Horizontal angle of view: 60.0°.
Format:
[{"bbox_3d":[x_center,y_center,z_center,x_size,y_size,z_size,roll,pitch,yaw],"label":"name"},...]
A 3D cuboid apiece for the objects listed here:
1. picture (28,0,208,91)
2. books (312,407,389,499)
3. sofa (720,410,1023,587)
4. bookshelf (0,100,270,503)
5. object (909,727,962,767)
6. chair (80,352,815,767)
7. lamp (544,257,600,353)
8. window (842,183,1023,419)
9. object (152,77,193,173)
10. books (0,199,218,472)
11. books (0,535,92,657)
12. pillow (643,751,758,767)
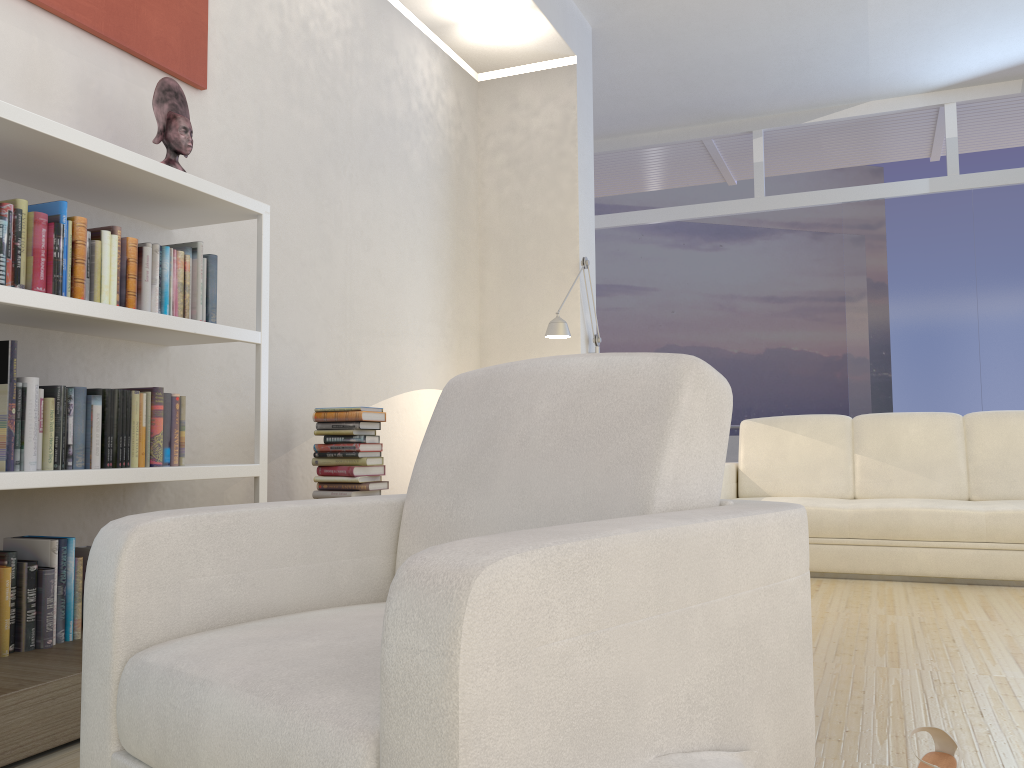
[{"bbox_3d":[-1.846,-1.666,2.071,0.030,0.794,3.227,-2,-4,22],"label":"picture"},{"bbox_3d":[-0.690,0.451,3.852,0.329,0.694,0.270,-2,-4,22],"label":"books"},{"bbox_3d":[2.153,0.574,4.785,2.166,0.862,0.941,-2,-4,22],"label":"sofa"},{"bbox_3d":[-1.385,0.010,2.500,0.465,1.396,1.599,-2,-4,22],"label":"bookshelf"},{"bbox_3d":[0.741,0.714,1.578,0.089,0.149,0.265,-3,-5,35],"label":"object"},{"bbox_3d":[-0.082,0.344,1.522,0.919,0.828,0.941,-4,-6,42],"label":"chair"},{"bbox_3d":[0.359,0.100,5.429,0.204,1.841,0.891,-2,-4,18],"label":"lamp"},{"bbox_3d":[4.219,-0.255,6.935,2.988,2.706,0.012,-2,-4,22],"label":"window"},{"bbox_3d":[-1.170,-0.857,3.060,0.133,0.409,0.138,1,-4,-21],"label":"object"},{"bbox_3d":[-1.235,-0.122,2.645,0.215,0.743,0.831,-2,-4,22],"label":"books"},{"bbox_3d":[-1.201,0.577,2.615,0.274,0.281,1.125,-3,-5,29],"label":"books"},{"bbox_3d":[0.234,0.603,0.982,0.615,0.315,0.312,3,-5,-40],"label":"pillow"}]
